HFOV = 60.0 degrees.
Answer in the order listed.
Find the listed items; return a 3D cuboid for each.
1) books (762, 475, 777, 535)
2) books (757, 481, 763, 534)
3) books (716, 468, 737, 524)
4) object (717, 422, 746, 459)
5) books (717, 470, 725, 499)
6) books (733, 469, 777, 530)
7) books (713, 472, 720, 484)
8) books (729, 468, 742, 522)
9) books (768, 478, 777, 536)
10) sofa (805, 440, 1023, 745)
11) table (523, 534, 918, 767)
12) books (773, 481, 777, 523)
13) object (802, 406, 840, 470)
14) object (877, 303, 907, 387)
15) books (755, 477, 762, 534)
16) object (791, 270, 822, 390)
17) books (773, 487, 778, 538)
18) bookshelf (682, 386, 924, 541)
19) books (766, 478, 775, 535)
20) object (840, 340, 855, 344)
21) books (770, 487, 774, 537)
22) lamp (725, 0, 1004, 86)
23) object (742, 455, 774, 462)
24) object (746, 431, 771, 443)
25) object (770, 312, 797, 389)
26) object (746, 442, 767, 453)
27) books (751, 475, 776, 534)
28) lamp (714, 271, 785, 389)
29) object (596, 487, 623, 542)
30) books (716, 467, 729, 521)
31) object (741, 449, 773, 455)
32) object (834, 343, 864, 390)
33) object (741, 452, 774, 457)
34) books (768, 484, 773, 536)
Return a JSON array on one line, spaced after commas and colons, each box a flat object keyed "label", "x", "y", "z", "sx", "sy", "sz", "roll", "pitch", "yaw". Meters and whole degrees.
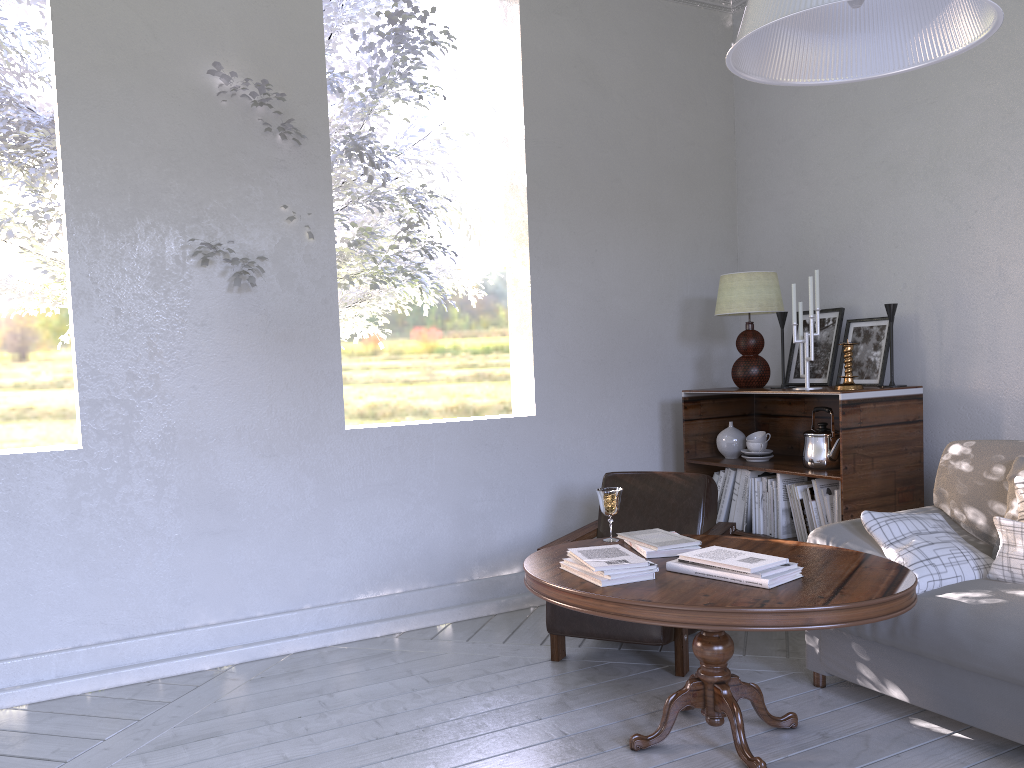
[{"label": "books", "x": 0.982, "y": 0.444, "z": 3.271, "sx": 0.129, "sy": 0.212, "sz": 0.020, "roll": -4, "pitch": 4, "yaw": -23}, {"label": "books", "x": 0.965, "y": 0.452, "z": 3.283, "sx": 0.125, "sy": 0.196, "sz": 0.015, "roll": -4, "pitch": 4, "yaw": -23}, {"label": "books", "x": 0.894, "y": 0.434, "z": 3.453, "sx": 0.173, "sy": 0.236, "sz": 0.111, "roll": -4, "pitch": 4, "yaw": -28}, {"label": "object", "x": 0.880, "y": 0.225, "z": 3.555, "sx": 0.111, "sy": 0.148, "sz": 0.122, "roll": -4, "pitch": 3, "yaw": -31}, {"label": "books", "x": 0.871, "y": 0.441, "z": 3.510, "sx": 0.161, "sy": 0.219, "sz": 0.100, "roll": -4, "pitch": 4, "yaw": -28}, {"label": "books", "x": 0.940, "y": 0.431, "z": 3.377, "sx": 0.174, "sy": 0.243, "sz": 0.104, "roll": -4, "pitch": 4, "yaw": -28}, {"label": "books", "x": 0.846, "y": 0.446, "z": 3.545, "sx": 0.161, "sy": 0.210, "sz": 0.126, "roll": -4, "pitch": 3, "yaw": -28}, {"label": "books", "x": 0.925, "y": 0.430, "z": 3.417, "sx": 0.173, "sy": 0.240, "sz": 0.092, "roll": -4, "pitch": 4, "yaw": -28}, {"label": "books", "x": 0.994, "y": 0.447, "z": 3.246, "sx": 0.131, "sy": 0.207, "sz": 0.011, "roll": -4, "pitch": 4, "yaw": -23}, {"label": "sofa", "x": 1.559, "y": 0.504, "z": 1.843, "sx": 0.766, "sy": 0.684, "sz": 1.858, "roll": -4, "pitch": 2, "yaw": -28}, {"label": "table", "x": 0.485, "y": 0.659, "z": 2.191, "sx": 0.950, "sy": 0.433, "sz": 0.736, "roll": -1, "pitch": 2, "yaw": 31}, {"label": "books", "x": 0.996, "y": 0.448, "z": 3.213, "sx": 0.114, "sy": 0.204, "sz": 0.009, "roll": -4, "pitch": 4, "yaw": -23}, {"label": "object", "x": 1.118, "y": 0.191, "z": 3.124, "sx": 0.143, "sy": 0.224, "sz": 0.190, "roll": -5, "pitch": 4, "yaw": -38}, {"label": "object", "x": 1.313, "y": -0.132, "z": 3.065, "sx": 0.095, "sy": 0.289, "sz": 0.094, "roll": -3, "pitch": 3, "yaw": -6}, {"label": "books", "x": 0.959, "y": 0.447, "z": 3.295, "sx": 0.131, "sy": 0.207, "sz": 0.011, "roll": -4, "pitch": 4, "yaw": -23}, {"label": "object", "x": 1.047, "y": -0.192, "z": 3.150, "sx": 0.100, "sy": 0.425, "sz": 0.101, "roll": 1, "pitch": 5, "yaw": 45}, {"label": "books", "x": 0.994, "y": 0.459, "z": 3.203, "sx": 0.115, "sy": 0.184, "sz": 0.009, "roll": -4, "pitch": 4, "yaw": -23}, {"label": "bookshelf", "x": 1.064, "y": 0.416, "z": 3.328, "sx": 0.401, "sy": 0.802, "sz": 0.797, "roll": -4, "pitch": 3, "yaw": -28}, {"label": "books", "x": 0.989, "y": 0.447, "z": 3.257, "sx": 0.131, "sy": 0.207, "sz": 0.011, "roll": -4, "pitch": 4, "yaw": -23}, {"label": "object", "x": 1.182, "y": -0.072, "z": 3.109, "sx": 0.062, "sy": 0.172, "sz": 0.062, "roll": 0, "pitch": 4, "yaw": 38}, {"label": "books", "x": 0.989, "y": 0.460, "z": 3.220, "sx": 0.115, "sy": 0.182, "sz": 0.009, "roll": -4, "pitch": 4, "yaw": -23}, {"label": "lamp", "x": 0.465, "y": -0.758, "z": 1.204, "sx": 0.355, "sy": 0.584, "sz": 0.354, "roll": -2, "pitch": 3, "yaw": -1}, {"label": "object", "x": 0.951, "y": 0.287, "z": 3.429, "sx": 0.121, "sy": 0.021, "sz": 0.121, "roll": -2, "pitch": 1, "yaw": 21}, {"label": "object", "x": 0.946, "y": 0.218, "z": 3.425, "sx": 0.078, "sy": 0.068, "sz": 0.082, "roll": -3, "pitch": 2, "yaw": -14}, {"label": "object", "x": 1.019, "y": -0.126, "z": 3.334, "sx": 0.095, "sy": 0.289, "sz": 0.094, "roll": -3, "pitch": 3, "yaw": -6}, {"label": "object", "x": 0.947, "y": 0.247, "z": 3.427, "sx": 0.079, "sy": 0.050, "sz": 0.082, "roll": -1, "pitch": 2, "yaw": 34}, {"label": "books", "x": 0.948, "y": 0.447, "z": 3.302, "sx": 0.131, "sy": 0.207, "sz": 0.011, "roll": -4, "pitch": 4, "yaw": -23}, {"label": "lamp", "x": 0.934, "y": -0.207, "z": 3.480, "sx": 0.266, "sy": 0.448, "sz": 0.267, "roll": 0, "pitch": 4, "yaw": 36}, {"label": "object", "x": 0.279, "y": 0.371, "z": 2.511, "sx": 0.076, "sy": 0.149, "sz": 0.076, "roll": -4, "pitch": 4, "yaw": -33}, {"label": "books", "x": 0.881, "y": 0.435, "z": 3.482, "sx": 0.152, "sy": 0.233, "sz": 0.104, "roll": -4, "pitch": 4, "yaw": -28}, {"label": "object", "x": 0.948, "y": 0.267, "z": 3.431, "sx": 0.121, "sy": 0.024, "sz": 0.121, "roll": -3, "pitch": 1, "yaw": -24}, {"label": "object", "x": 1.147, "y": -0.068, "z": 3.021, "sx": 0.096, "sy": 0.172, "sz": 0.095, "roll": -3, "pitch": 3, "yaw": -10}, {"label": "object", "x": 0.950, "y": 0.277, "z": 3.428, "sx": 0.121, "sy": 0.021, "sz": 0.121, "roll": -2, "pitch": 1, "yaw": 21}, {"label": "books", "x": 0.990, "y": 0.456, "z": 3.232, "sx": 0.120, "sy": 0.189, "sz": 0.012, "roll": -4, "pitch": 4, "yaw": -23}]
